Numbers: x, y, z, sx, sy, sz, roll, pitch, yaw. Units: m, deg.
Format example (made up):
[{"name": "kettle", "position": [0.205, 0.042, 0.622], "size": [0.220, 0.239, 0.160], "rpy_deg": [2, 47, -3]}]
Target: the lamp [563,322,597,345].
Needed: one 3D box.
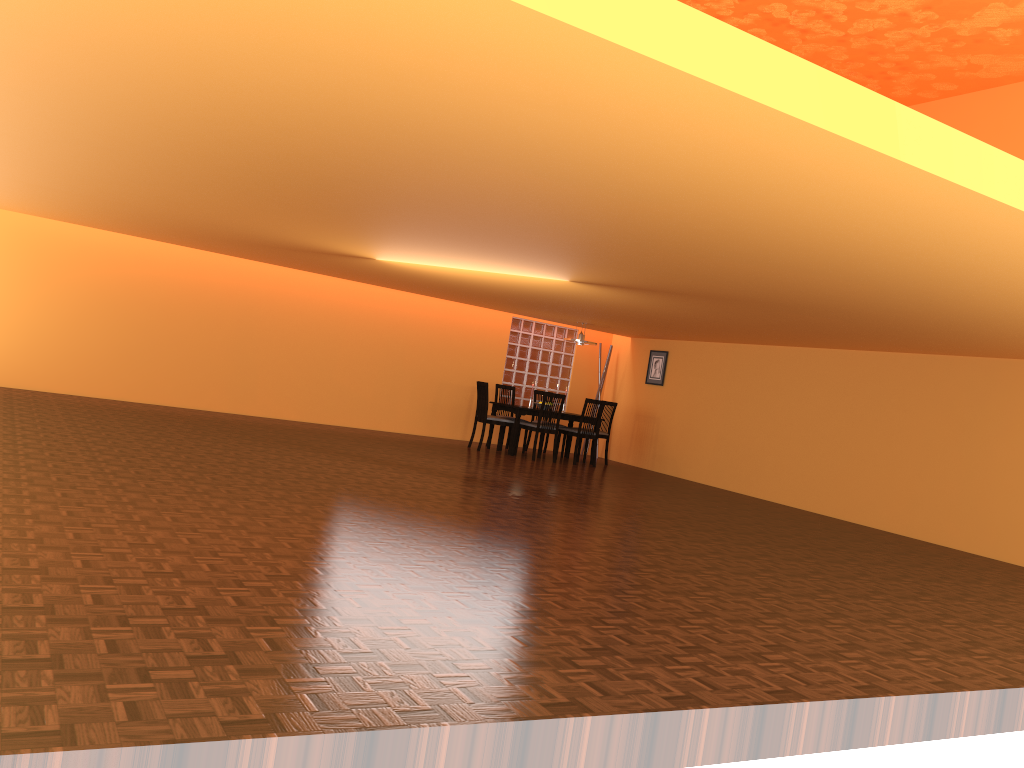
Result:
[{"name": "lamp", "position": [0.862, -0.623, 11.027], "size": [0.435, 0.274, 0.435], "rpy_deg": [9, 0, -8]}]

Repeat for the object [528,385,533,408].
[{"name": "object", "position": [0.234, 0.127, 10.656], "size": [0.044, 0.326, 0.044], "rpy_deg": [9, 0, -41]}]

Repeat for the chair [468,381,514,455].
[{"name": "chair", "position": [-0.227, 0.400, 10.528], "size": [0.465, 0.809, 0.373], "rpy_deg": [9, 0, -25]}]

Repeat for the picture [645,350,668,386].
[{"name": "picture", "position": [1.902, -0.213, 11.665], "size": [0.014, 0.456, 0.361], "rpy_deg": [9, 0, -30]}]

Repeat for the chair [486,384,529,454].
[{"name": "chair", "position": [-0.040, 0.430, 11.083], "size": [0.373, 0.809, 0.465], "rpy_deg": [9, 0, -30]}]

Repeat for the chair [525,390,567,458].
[{"name": "chair", "position": [0.453, 0.507, 11.373], "size": [0.373, 0.809, 0.465], "rpy_deg": [9, 0, -30]}]

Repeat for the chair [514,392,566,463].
[{"name": "chair", "position": [0.339, 0.490, 10.420], "size": [0.373, 0.809, 0.465], "rpy_deg": [9, 0, -30]}]

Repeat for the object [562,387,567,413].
[{"name": "object", "position": [0.655, 0.193, 11.000], "size": [0.044, 0.326, 0.044], "rpy_deg": [9, 0, -41]}]

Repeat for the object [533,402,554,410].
[{"name": "object", "position": [0.397, 0.281, 10.858], "size": [0.337, 0.072, 0.337], "rpy_deg": [9, 0, 26]}]

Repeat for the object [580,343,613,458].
[{"name": "object", "position": [1.199, 0.233, 12.243], "size": [0.226, 1.589, 0.308], "rpy_deg": [9, 0, -8]}]

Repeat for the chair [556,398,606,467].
[{"name": "chair", "position": [0.832, 0.567, 10.710], "size": [0.373, 0.809, 0.465], "rpy_deg": [9, 0, -30]}]

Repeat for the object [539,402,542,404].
[{"name": "object", "position": [0.350, 0.238, 10.778], "size": [0.046, 0.046, 0.055], "rpy_deg": [9, 0, 43]}]

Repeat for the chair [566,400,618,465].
[{"name": "chair", "position": [1.027, 0.598, 11.256], "size": [0.465, 0.809, 0.373], "rpy_deg": [9, 0, -35]}]

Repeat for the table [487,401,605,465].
[{"name": "table", "position": [0.388, 0.611, 10.867], "size": [1.259, 0.584, 0.697], "rpy_deg": [9, 0, -30]}]

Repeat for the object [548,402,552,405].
[{"name": "object", "position": [0.463, 0.255, 10.896], "size": [0.069, 0.066, 0.069], "rpy_deg": [9, 0, -20]}]
